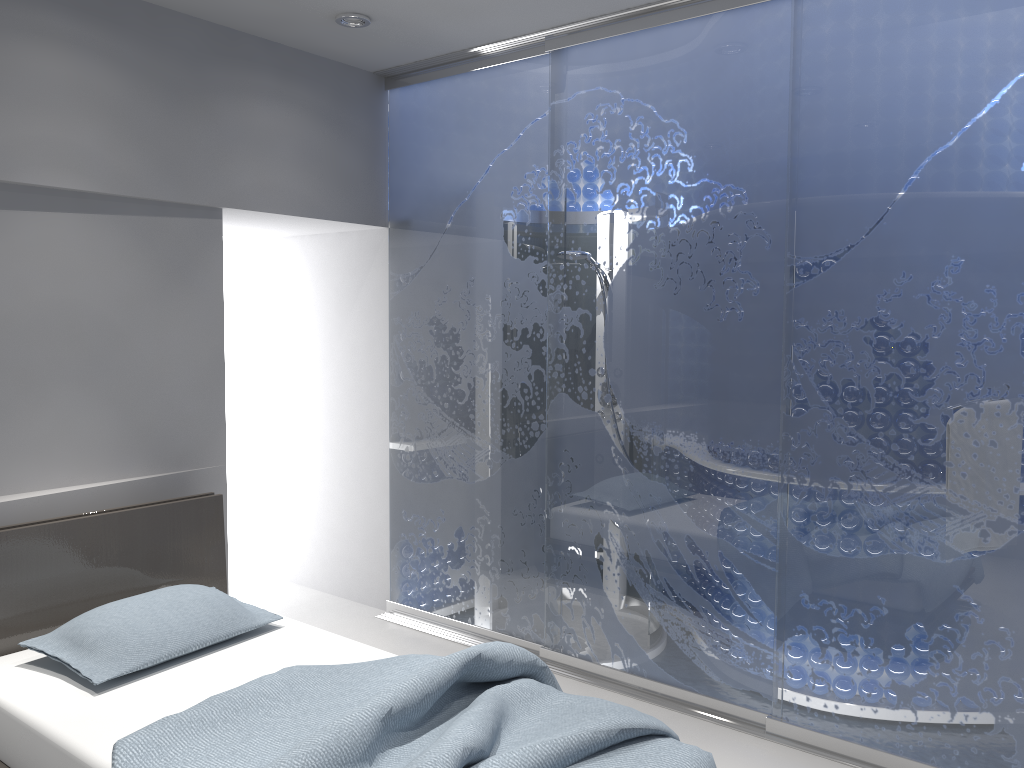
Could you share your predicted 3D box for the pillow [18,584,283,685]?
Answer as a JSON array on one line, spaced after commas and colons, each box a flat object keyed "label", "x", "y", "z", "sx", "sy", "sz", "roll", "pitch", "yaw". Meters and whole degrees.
[{"label": "pillow", "x": -1.193, "y": 0.808, "z": 3.012, "sx": 0.417, "sy": 0.173, "sz": 0.746, "roll": 3, "pitch": 5, "yaw": 34}]

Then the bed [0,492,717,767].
[{"label": "bed", "x": -0.675, "y": 0.902, "z": 2.517, "sx": 2.319, "sy": 0.752, "sz": 1.411, "roll": 4, "pitch": 5, "yaw": 39}]
